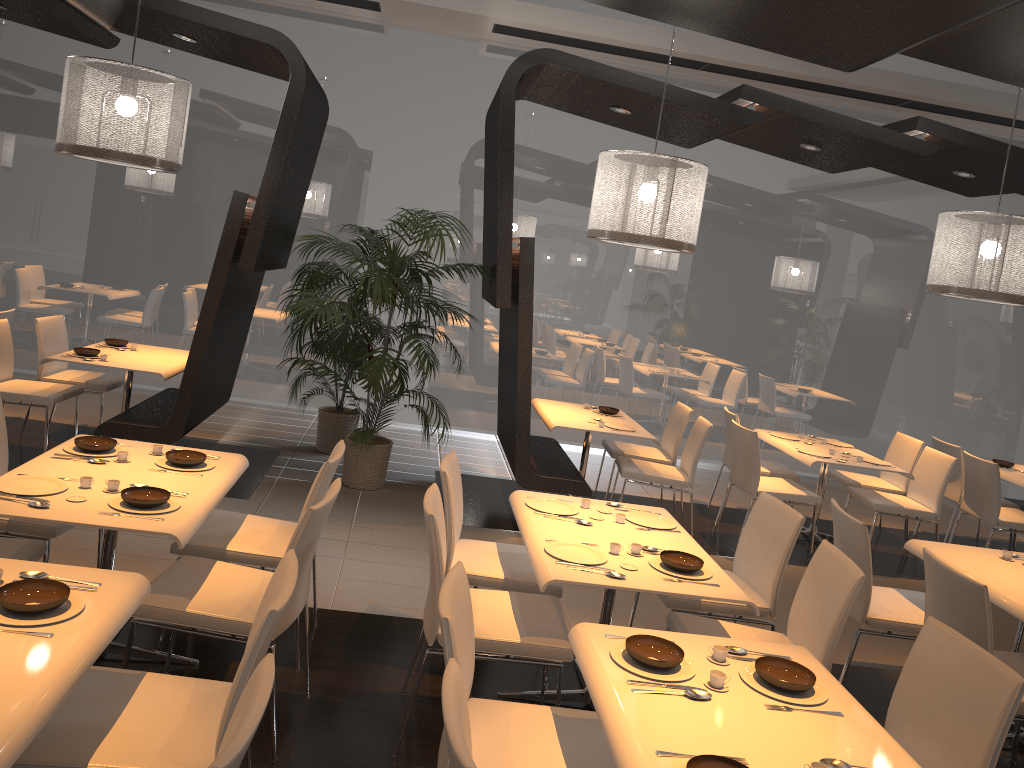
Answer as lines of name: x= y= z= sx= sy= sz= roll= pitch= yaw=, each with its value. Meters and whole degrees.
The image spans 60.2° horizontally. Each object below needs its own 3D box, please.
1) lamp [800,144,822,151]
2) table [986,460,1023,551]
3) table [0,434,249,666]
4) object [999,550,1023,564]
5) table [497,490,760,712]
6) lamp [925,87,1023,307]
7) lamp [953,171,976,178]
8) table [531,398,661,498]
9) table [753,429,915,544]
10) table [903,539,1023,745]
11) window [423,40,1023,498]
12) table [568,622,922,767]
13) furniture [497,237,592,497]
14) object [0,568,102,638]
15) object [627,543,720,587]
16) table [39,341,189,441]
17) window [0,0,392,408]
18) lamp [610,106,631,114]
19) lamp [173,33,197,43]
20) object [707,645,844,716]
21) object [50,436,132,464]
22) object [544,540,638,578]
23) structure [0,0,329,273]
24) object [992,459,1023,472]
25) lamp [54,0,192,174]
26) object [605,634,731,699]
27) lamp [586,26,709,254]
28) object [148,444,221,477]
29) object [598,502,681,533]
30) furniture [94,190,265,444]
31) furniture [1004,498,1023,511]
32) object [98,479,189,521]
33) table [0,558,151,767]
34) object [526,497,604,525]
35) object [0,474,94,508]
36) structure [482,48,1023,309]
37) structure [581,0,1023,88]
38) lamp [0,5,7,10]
lamp: x=2.265 y=-1.807 z=6.700 sx=0.160 sy=0.055 sz=0.163 roll=7 pitch=7 yaw=-12
table: x=4.276 y=1.124 z=7.120 sx=0.799 sy=0.722 sz=1.156 roll=8 pitch=6 yaw=-7
table: x=-1.593 y=0.716 z=3.476 sx=0.799 sy=0.722 sz=1.156 roll=8 pitch=6 yaw=-7
object: x=2.532 y=0.860 z=4.218 sx=0.303 sy=0.044 sz=0.368 roll=8 pitch=8 yaw=-8
table: x=0.386 y=0.993 z=3.680 sx=0.799 sy=0.722 sz=1.156 roll=8 pitch=6 yaw=-7
lamp: x=2.978 y=-1.453 z=5.279 sx=0.629 sy=1.921 sz=0.627 roll=10 pitch=4 yaw=21
lamp: x=3.500 y=-1.636 z=6.838 sx=0.160 sy=0.055 sz=0.163 roll=7 pitch=7 yaw=-12
table: x=0.546 y=0.605 z=6.720 sx=0.799 sy=0.722 sz=1.156 roll=8 pitch=6 yaw=-7
table: x=2.405 y=0.864 z=6.917 sx=0.799 sy=0.722 sz=1.156 roll=8 pitch=6 yaw=-7
table: x=2.480 y=1.282 z=3.919 sx=1.051 sy=0.722 sz=1.156 roll=8 pitch=6 yaw=-7
window: x=2.529 y=-1.077 z=9.069 sx=6.570 sy=3.963 sz=0.070 roll=8 pitch=3 yaw=-6
table: x=0.573 y=1.222 z=2.203 sx=0.799 sy=0.722 sz=1.156 roll=8 pitch=6 yaw=-7
furniture: x=0.229 y=-0.211 z=6.600 sx=0.756 sy=1.667 sz=1.412 roll=8 pitch=5 yaw=-7
object: x=-1.253 y=0.542 z=2.277 sx=0.303 sy=0.044 sz=0.368 roll=8 pitch=8 yaw=-8
object: x=0.613 y=0.677 z=3.396 sx=0.303 sy=0.044 sz=0.368 roll=8 pitch=8 yaw=-8
table: x=-2.766 y=0.150 z=6.330 sx=0.799 sy=0.722 sz=1.156 roll=8 pitch=6 yaw=-7
window: x=-4.551 y=-2.057 z=8.275 sx=6.570 sy=3.963 sz=0.070 roll=8 pitch=3 yaw=-6
lamp: x=0.805 y=-2.037 z=6.534 sx=0.160 sy=0.054 sz=0.161 roll=9 pitch=7 yaw=-1
lamp: x=-2.288 y=-2.437 z=6.189 sx=0.160 sy=0.055 sz=0.163 roll=7 pitch=7 yaw=-12
object: x=0.732 y=0.816 z=2.504 sx=0.303 sy=0.044 sz=0.368 roll=8 pitch=8 yaw=-8
object: x=-1.738 y=0.270 z=3.734 sx=0.303 sy=0.044 sz=0.368 roll=8 pitch=8 yaw=-8
object: x=0.299 y=0.642 z=3.317 sx=0.334 sy=0.037 sz=0.380 roll=7 pitch=8 yaw=-13
structure: x=-4.354 y=-2.049 z=5.998 sx=5.925 sy=1.720 sz=1.412 roll=8 pitch=5 yaw=-6
object: x=4.144 y=0.679 z=7.381 sx=0.303 sy=0.044 sz=0.368 roll=8 pitch=8 yaw=-8
lamp: x=-1.976 y=-2.139 z=4.723 sx=0.624 sy=1.921 sz=0.632 roll=6 pitch=4 yaw=-35
object: x=0.432 y=0.774 z=2.476 sx=0.303 sy=0.044 sz=0.368 roll=8 pitch=8 yaw=-8
lamp: x=0.883 y=-1.743 z=5.044 sx=0.629 sy=1.921 sz=0.627 roll=10 pitch=4 yaw=21
object: x=-1.417 y=0.314 z=3.776 sx=0.303 sy=0.044 sz=0.368 roll=8 pitch=8 yaw=-8
object: x=0.568 y=0.589 z=4.015 sx=0.334 sy=0.037 sz=0.380 roll=6 pitch=8 yaw=-18
furniture: x=-2.238 y=-0.552 z=6.323 sx=0.756 sy=1.667 sz=1.412 roll=8 pitch=5 yaw=-7
furniture: x=4.804 y=0.423 z=7.113 sx=0.756 sy=1.667 sz=1.412 roll=8 pitch=5 yaw=-7
object: x=-1.346 y=0.404 z=3.190 sx=0.303 sy=0.044 sz=0.368 roll=8 pitch=8 yaw=-8
table: x=-1.434 y=0.943 z=1.983 sx=0.799 sy=0.722 sz=1.156 roll=8 pitch=6 yaw=-7
object: x=0.236 y=0.550 z=3.926 sx=0.334 sy=0.037 sz=0.380 roll=7 pitch=8 yaw=-13
object: x=-1.670 y=0.365 z=3.134 sx=0.334 sy=0.037 sz=0.380 roll=7 pitch=8 yaw=-13
structure: x=2.688 y=-1.074 z=6.788 sx=5.925 sy=1.720 sz=1.412 roll=8 pitch=5 yaw=-6
structure: x=0.787 y=-0.834 z=2.821 sx=10.646 sy=1.728 sz=2.924 roll=8 pitch=7 yaw=-6
lamp: x=-3.542 y=-2.611 z=6.048 sx=0.160 sy=0.055 sz=0.163 roll=7 pitch=7 yaw=-12
